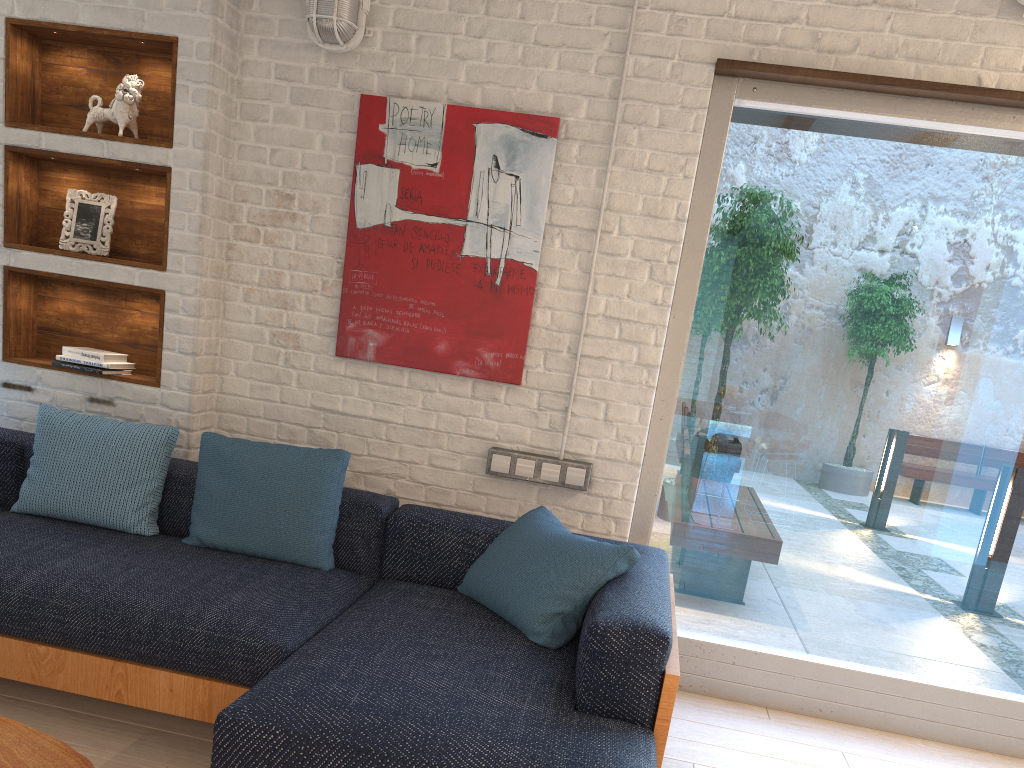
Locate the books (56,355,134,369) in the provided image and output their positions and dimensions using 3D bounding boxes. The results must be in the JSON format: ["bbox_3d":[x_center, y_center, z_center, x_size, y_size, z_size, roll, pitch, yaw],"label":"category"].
[{"bbox_3d":[-1.669,-0.089,3.502,0.235,0.019,0.167,9,4,10],"label":"books"}]

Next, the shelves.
[{"bbox_3d":[-1.610,-0.645,3.408,0.767,1.472,0.185,10,13,7],"label":"shelves"}]

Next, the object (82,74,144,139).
[{"bbox_3d":[-1.504,-1.053,3.300,0.214,0.251,0.109,11,12,15],"label":"object"}]

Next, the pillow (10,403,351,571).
[{"bbox_3d":[-1.173,0.350,3.097,1.207,0.432,0.247,9,11,7],"label":"pillow"}]

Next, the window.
[{"bbox_3d":[2.711,-1.694,2.867,12.289,6.635,0.624,9,13,7],"label":"window"}]

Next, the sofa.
[{"bbox_3d":[-1.529,0.630,2.510,3.935,0.681,2.032,9,4,7],"label":"sofa"}]

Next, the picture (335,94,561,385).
[{"bbox_3d":[-0.260,-0.530,3.272,0.741,0.991,0.018,10,13,7],"label":"picture"}]

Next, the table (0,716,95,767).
[{"bbox_3d":[-1.620,0.799,1.337,1.817,0.460,1.055,10,5,13],"label":"table"}]

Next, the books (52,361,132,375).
[{"bbox_3d":[-1.686,-0.065,3.502,0.249,0.017,0.159,10,4,18],"label":"books"}]

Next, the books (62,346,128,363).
[{"bbox_3d":[-1.671,-0.116,3.498,0.204,0.035,0.130,10,4,18],"label":"books"}]

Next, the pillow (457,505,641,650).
[{"bbox_3d":[0.115,0.614,2.842,0.378,0.338,0.546,4,8,-32],"label":"pillow"}]

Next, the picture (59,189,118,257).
[{"bbox_3d":[-1.660,-0.632,3.429,0.193,0.252,0.098,8,12,-1],"label":"picture"}]
